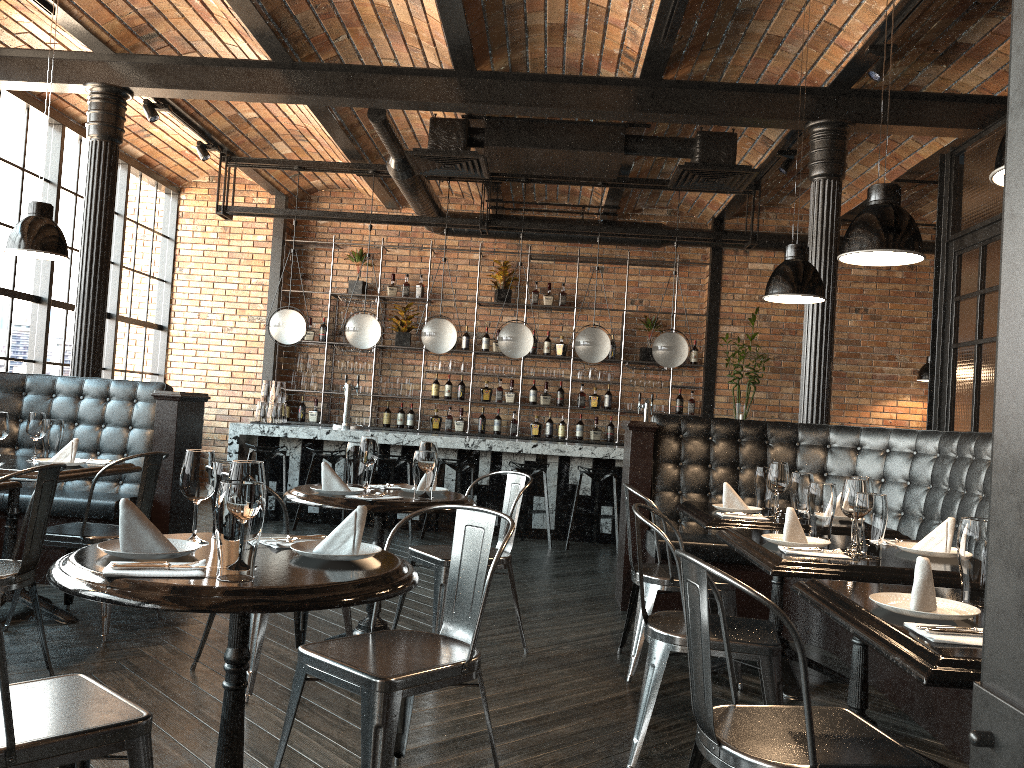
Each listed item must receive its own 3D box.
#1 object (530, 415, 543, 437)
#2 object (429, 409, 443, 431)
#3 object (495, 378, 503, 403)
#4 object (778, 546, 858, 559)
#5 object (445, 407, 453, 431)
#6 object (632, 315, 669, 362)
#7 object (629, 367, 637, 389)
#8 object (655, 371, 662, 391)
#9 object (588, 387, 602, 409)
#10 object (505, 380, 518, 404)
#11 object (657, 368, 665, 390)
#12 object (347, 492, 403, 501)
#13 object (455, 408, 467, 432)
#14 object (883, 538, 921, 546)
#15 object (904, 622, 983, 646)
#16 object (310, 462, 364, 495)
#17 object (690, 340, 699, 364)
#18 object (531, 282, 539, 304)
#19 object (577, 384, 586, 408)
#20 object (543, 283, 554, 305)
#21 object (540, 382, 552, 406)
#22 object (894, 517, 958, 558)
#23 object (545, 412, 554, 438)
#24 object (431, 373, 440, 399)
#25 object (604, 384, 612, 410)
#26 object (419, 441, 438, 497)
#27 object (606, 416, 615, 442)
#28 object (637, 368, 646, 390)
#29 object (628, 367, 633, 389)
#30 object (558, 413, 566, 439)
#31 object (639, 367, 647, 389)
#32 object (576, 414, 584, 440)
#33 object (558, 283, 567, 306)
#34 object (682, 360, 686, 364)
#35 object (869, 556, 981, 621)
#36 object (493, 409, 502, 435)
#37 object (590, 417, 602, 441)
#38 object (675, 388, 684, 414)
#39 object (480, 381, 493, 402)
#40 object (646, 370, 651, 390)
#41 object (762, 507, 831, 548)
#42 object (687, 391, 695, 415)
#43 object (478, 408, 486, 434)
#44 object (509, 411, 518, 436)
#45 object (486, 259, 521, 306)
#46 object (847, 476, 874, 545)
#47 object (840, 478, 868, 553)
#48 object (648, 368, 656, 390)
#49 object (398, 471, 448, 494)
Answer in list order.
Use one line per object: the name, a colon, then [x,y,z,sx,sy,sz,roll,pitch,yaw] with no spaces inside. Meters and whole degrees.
object: [0.279,0.486,10.200,0.151,0.248,0.094,3,-2,11]
object: [-0.879,0.413,10.247,0.151,0.248,0.094,4,-2,-9]
object: [-0.142,0.078,10.231,0.083,0.282,0.083,4,-2,2]
object: [1.009,0.547,2.904,0.255,0.019,0.157,3,-2,8]
object: [-0.724,0.405,10.242,0.083,0.282,0.083,4,-2,2]
object: [1.589,-0.523,10.151,0.374,0.560,0.398,5,-2,-25]
object: [1.382,-0.072,10.086,0.092,0.244,0.092,2,-3,42]
object: [1.700,-0.047,10.238,0.092,0.244,0.092,2,-3,42]
object: [0.952,0.165,10.185,0.151,0.248,0.094,3,-2,11]
object: [-0.004,0.088,10.212,0.123,0.279,0.123,3,-2,16]
object: [1.694,-0.052,10.073,0.092,0.244,0.092,2,-3,42]
object: [-0.569,0.474,3.767,0.157,0.019,0.255,2,-2,33]
object: [-0.587,0.416,10.223,0.123,0.279,0.123,3,-2,16]
object: [1.447,0.589,3.317,0.255,0.019,0.157,4,-2,3]
object: [0.948,0.506,1.799,0.255,0.019,0.157,4,-2,3]
object: [-0.755,0.410,3.855,0.232,0.139,0.232,5,-3,-44]
object: [2.098,-0.360,10.187,0.086,0.298,0.086,5,-2,-34]
object: [0.272,-1.042,10.255,0.083,0.282,0.083,4,-2,2]
object: [0.800,0.137,10.192,0.083,0.282,0.083,4,-2,-13]
object: [0.427,-1.029,10.250,0.123,0.279,0.123,3,-2,6]
object: [0.389,0.113,10.196,0.123,0.279,0.123,4,-2,-9]
object: [1.462,0.527,3.094,0.232,0.139,0.232,5,-2,-26]
object: [0.435,0.471,10.208,0.086,0.298,0.086,5,-2,-39]
object: [-0.879,0.024,10.268,0.086,0.299,0.086,5,-2,-39]
object: [1.108,0.150,10.194,0.086,0.298,0.086,5,-2,-39]
object: [-0.378,0.379,3.947,0.092,0.244,0.092,4,-2,2]
object: [1.133,0.513,10.169,0.086,0.299,0.086,5,-2,-39]
object: [1.498,-0.059,10.246,0.092,0.244,0.092,2,-3,42]
object: [1.388,-0.066,10.251,0.092,0.244,0.092,2,-3,42]
object: [0.579,0.481,10.189,0.080,0.299,0.080,4,-2,5]
object: [1.491,-0.065,10.081,0.092,0.244,0.092,2,-3,42]
object: [0.783,0.492,10.188,0.086,0.298,0.086,5,-2,-39]
object: [0.585,-1.022,10.242,0.083,0.282,0.083,4,-2,-13]
object: [1.957,-0.362,10.165,0.083,0.282,0.083,3,-2,17]
object: [0.946,0.459,2.033,0.232,0.139,0.232,2,-2,35]
object: [-0.162,0.433,10.227,0.086,0.298,0.086,5,-2,-39]
object: [0.963,0.513,10.159,0.123,0.279,0.123,4,-2,-9]
object: [1.920,0.199,10.150,0.086,0.299,0.086,5,-2,-39]
object: [-0.297,0.086,10.236,0.151,0.248,0.094,4,-2,-9]
object: [1.596,-0.053,10.242,0.092,0.244,0.092,2,-3,42]
object: [0.996,0.498,3.102,0.232,0.139,0.232,4,-2,-13]
object: [2.054,0.216,10.141,0.083,0.282,0.083,3,-2,12]
object: [-0.343,0.420,10.202,0.086,0.297,0.086,2,-2,36]
object: [0.020,0.452,10.211,0.083,0.282,0.083,4,-2,-13]
object: [-0.108,-1.186,10.312,0.425,0.526,0.430,4,-2,5]
object: [1.268,0.461,3.231,0.092,0.244,0.092,3,-2,19]
object: [1.165,0.447,3.023,0.092,0.244,0.092,5,-2,-37]
object: [1.590,-0.059,10.077,0.092,0.244,0.092,2,-3,42]
object: [-0.411,0.442,4.137,0.232,0.139,0.232,5,-2,-28]
